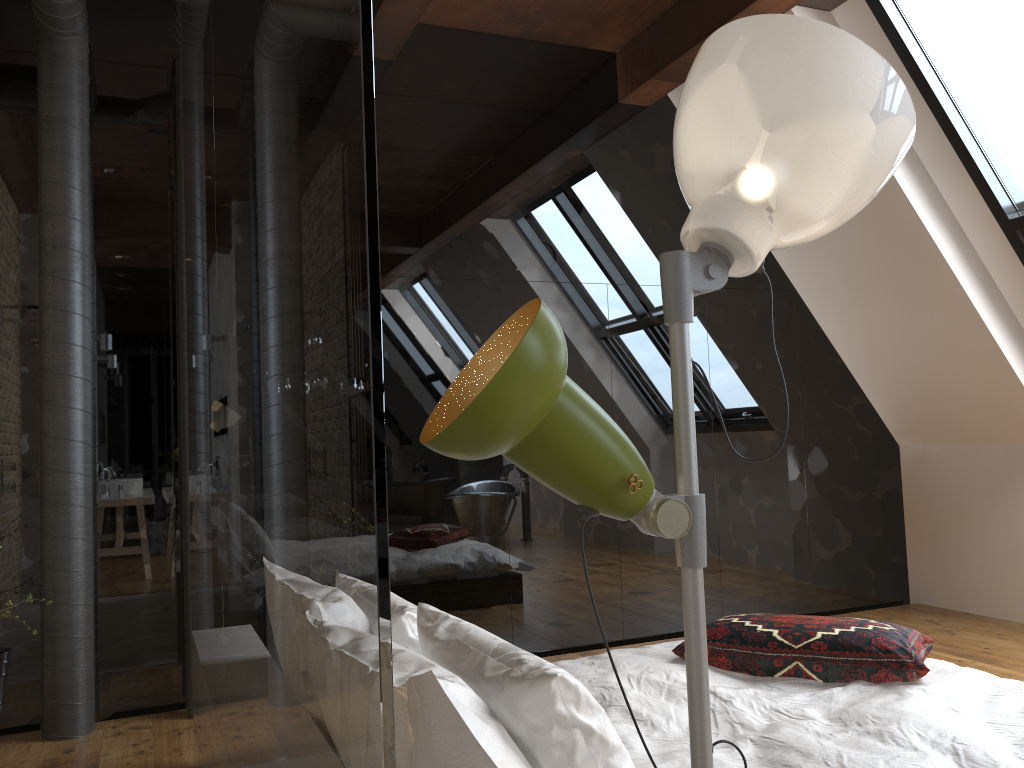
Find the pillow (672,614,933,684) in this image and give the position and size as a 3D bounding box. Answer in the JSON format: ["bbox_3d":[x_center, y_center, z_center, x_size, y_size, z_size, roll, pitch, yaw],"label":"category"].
[{"bbox_3d":[0.944,0.834,2.856,0.748,0.157,0.453,-4,-4,27],"label":"pillow"}]

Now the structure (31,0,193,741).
[{"bbox_3d":[-1.789,-0.135,3.502,1.189,3.140,0.829,-1,-4,-23],"label":"structure"}]

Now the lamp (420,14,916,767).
[{"bbox_3d":[0.203,0.396,0.895,0.561,1.582,0.270,-1,-4,-26],"label":"lamp"}]

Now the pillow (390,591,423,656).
[{"bbox_3d":[-0.287,0.753,2.455,0.291,0.385,0.748,-1,-4,-23],"label":"pillow"}]

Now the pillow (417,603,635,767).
[{"bbox_3d":[0.019,0.672,1.727,0.276,0.397,0.744,-1,-4,-23],"label":"pillow"}]

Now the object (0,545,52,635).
[{"bbox_3d":[-2.011,0.875,3.338,0.228,1.117,0.517,-5,-5,38],"label":"object"}]

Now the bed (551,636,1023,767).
[{"bbox_3d":[0.541,1.058,2.525,2.169,0.442,2.300,-1,-4,-23],"label":"bed"}]

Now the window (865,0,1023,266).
[{"bbox_3d":[2.783,-0.959,3.651,1.702,2.162,1.713,-1,-4,-23],"label":"window"}]

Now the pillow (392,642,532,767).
[{"bbox_3d":[-0.291,0.711,2.037,0.358,0.517,1.746,-1,-4,-24],"label":"pillow"}]
